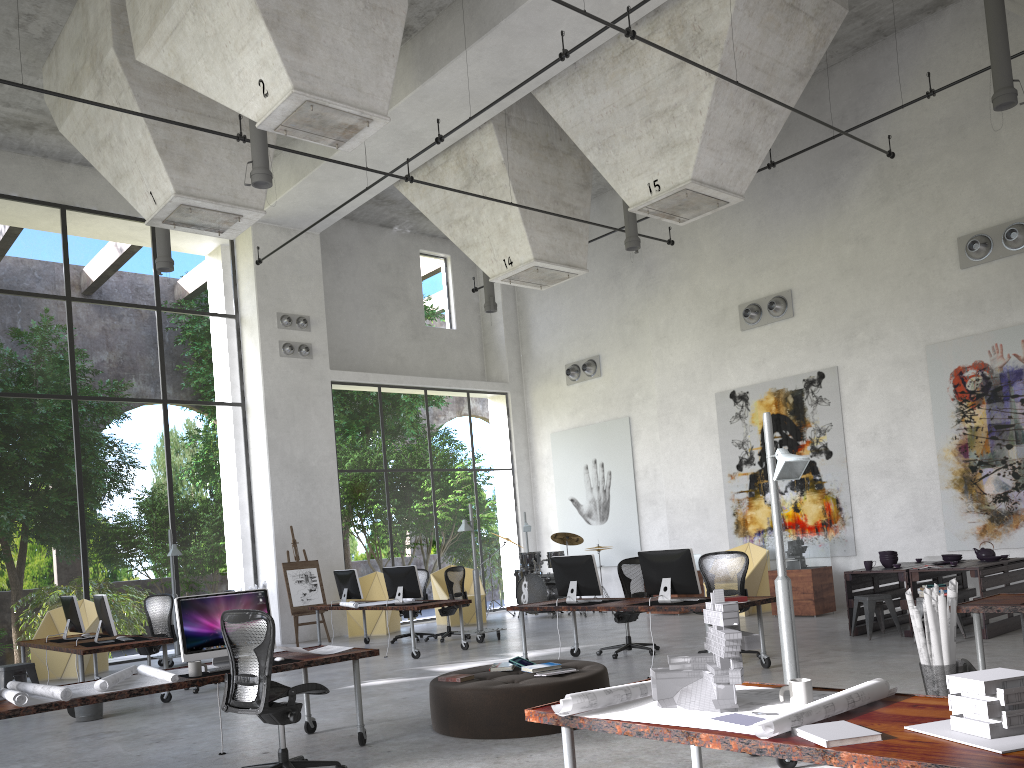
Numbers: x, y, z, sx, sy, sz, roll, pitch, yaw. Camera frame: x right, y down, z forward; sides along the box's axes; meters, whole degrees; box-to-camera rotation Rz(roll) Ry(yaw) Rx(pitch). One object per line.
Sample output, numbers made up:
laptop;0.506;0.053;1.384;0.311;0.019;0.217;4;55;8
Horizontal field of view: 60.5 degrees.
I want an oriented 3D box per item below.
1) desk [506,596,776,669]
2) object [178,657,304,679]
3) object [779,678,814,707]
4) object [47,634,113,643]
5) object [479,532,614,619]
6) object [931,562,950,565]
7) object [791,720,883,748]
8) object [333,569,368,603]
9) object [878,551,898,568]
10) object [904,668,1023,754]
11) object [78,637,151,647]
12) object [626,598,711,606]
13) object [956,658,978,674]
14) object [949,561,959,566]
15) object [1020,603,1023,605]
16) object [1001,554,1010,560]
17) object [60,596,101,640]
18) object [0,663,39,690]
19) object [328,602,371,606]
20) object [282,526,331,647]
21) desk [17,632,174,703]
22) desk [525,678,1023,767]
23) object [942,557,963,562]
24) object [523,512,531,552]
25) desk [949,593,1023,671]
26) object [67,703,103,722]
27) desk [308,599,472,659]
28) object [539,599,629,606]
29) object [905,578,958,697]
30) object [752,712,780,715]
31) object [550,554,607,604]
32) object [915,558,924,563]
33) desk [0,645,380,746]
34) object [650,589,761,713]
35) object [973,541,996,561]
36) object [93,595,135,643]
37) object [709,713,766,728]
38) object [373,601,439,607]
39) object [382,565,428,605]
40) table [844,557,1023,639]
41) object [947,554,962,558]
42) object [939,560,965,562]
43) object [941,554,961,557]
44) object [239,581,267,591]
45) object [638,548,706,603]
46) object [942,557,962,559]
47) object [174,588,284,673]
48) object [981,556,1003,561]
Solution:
desk;1.326;2.743;9.596;0.974;0.717;3.173;2;-12;-40
object;-2.082;2.116;6.562;0.848;0.008;0.697;4;-13;-39
object;1.139;1.234;3.506;0.122;0.099;0.089;-3;-6;-12
object;-5.521;3.260;11.245;0.687;0.008;0.861;4;-13;-39
object;0.781;3.755;17.664;2.999;1.728;1.887;-10;-9;33
object;5.165;2.157;10.563;0.234;0.019;0.237;6;-15;-45
object;1.091;1.179;2.963;0.200;0.023;0.239;-3;-10;-10
object;-2.563;3.252;14.104;0.376;0.548;0.724;-1;-8;-39
object;4.642;2.156;10.820;0.214;0.212;0.196;1;-8;-40
object;1.570;1.036;2.848;0.388;0.180;0.423;-2;-9;-16
object;-4.620;2.992;10.188;0.687;0.008;0.861;2;-12;-34
object;1.711;2.270;9.134;0.687;0.008;0.861;4;-13;-39
object;3.432;2.271;6.821;0.397;0.296;0.298;-5;-6;2
object;5.042;2.056;10.039;0.138;0.056;0.117;-9;-10;24
object;4.189;1.535;6.241;0.687;0.008;0.861;4;-13;-39
object;5.886;2.068;10.489;0.116;0.056;0.139;-6;-9;9
object;-5.548;2.980;11.257;0.376;0.548;0.724;-1;-8;-39
object;-5.867;3.577;10.345;0.460;0.527;0.476;-9;-7;34
object;-2.536;3.532;14.092;0.687;0.008;0.861;4;-13;-39
object;-3.746;3.572;15.645;0.692;2.127;0.692;-2;-4;-40
desk;-5.140;3.485;10.702;0.963;0.717;3.174;2;-12;-40
desk;1.449;1.525;2.992;0.974;0.717;3.173;2;-12;-40
object;5.380;2.149;10.730;0.229;0.047;0.232;-6;-10;8
object;0.363;3.859;19.154;0.579;2.136;0.601;-4;-3;-6
desk;4.680;1.751;5.700;0.963;0.717;3.174;2;-12;-40
object;-4.463;3.368;9.215;0.402;0.296;0.295;-12;-9;42
desk;-1.909;3.711;13.410;0.974;0.717;3.173;2;-12;-40
object;0.824;2.534;10.170;0.687;0.008;0.861;4;-13;-39
object;3.222;1.945;6.645;0.318;0.930;0.345;-3;-4;-23
object;0.983;1.269;3.379;0.127;0.010;0.011;-12;-10;35
object;0.797;2.254;10.182;0.376;0.548;0.724;-1;-8;-39
object;5.237;2.268;11.286;0.137;0.056;0.118;0;-10;-25
desk;-2.511;2.450;6.244;3.130;0.717;0.987;4;-11;-41
object;0.788;1.114;3.648;0.360;0.516;0.500;-4;-6;-6
object;5.741;2.027;10.656;0.212;0.230;0.221;1;-8;-43
object;-4.646;2.712;10.201;0.376;0.548;0.725;-1;-8;-34
object;0.860;1.266;3.306;0.133;0.008;0.206;1;-12;-29
object;-1.529;3.233;12.917;0.858;0.008;0.689;-13;-13;40
object;-1.556;2.953;12.928;0.722;0.548;0.377;-11;-8;40
table;5.181;2.580;10.647;1.506;0.788;1.623;3;-12;-41
object;5.380;2.121;10.734;0.228;0.062;0.232;5;-14;-45
object;5.384;2.169;10.730;0.297;0.024;0.297;-10;-11;26
object;5.373;2.110;10.736;0.229;0.057;0.232;4;-13;-41
object;-4.544;4.107;15.568;0.443;1.200;0.413;-7;-4;27
object;1.684;1.990;9.146;0.376;0.548;0.724;-1;-8;-39
object;5.380;2.133;10.729;0.229;0.062;0.231;5;-14;-45
object;-2.106;1.837;6.577;0.714;0.548;0.382;1;-8;-39
object;5.684;2.068;10.391;0.231;0.047;0.231;-10;-11;26
